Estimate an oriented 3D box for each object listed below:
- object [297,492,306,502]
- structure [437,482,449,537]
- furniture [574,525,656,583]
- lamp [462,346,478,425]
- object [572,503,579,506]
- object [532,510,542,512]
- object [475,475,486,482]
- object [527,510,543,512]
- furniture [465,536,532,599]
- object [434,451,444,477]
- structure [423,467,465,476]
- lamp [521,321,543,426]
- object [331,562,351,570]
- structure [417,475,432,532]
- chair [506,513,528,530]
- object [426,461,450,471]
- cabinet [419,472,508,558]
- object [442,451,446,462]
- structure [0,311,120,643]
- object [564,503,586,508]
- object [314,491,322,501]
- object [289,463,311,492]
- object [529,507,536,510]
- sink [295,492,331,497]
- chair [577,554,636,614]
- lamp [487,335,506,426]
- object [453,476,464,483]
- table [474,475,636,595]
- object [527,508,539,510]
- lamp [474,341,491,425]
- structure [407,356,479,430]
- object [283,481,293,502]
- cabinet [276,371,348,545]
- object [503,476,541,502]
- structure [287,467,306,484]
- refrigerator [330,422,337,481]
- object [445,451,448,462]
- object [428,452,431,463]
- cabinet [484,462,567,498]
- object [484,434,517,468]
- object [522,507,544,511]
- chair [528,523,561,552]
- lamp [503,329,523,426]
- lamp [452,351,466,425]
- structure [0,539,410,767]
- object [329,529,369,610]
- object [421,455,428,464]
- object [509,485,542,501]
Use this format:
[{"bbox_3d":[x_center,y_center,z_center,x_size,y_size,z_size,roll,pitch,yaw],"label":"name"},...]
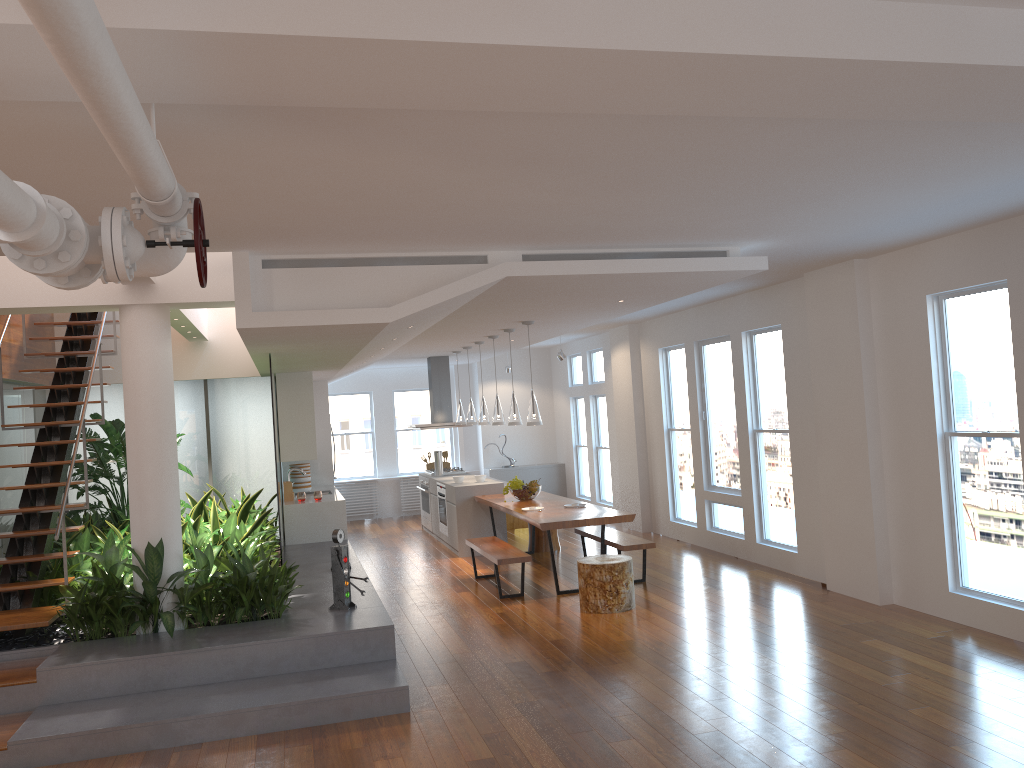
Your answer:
[{"bbox_3d":[-2.385,1.278,10.046,0.094,0.106,0.094,-3,-2,-9],"label":"object"},{"bbox_3d":[-0.881,1.600,11.373,0.072,0.648,0.644,-3,-2,-14],"label":"structure"},{"bbox_3d":[1.011,1.702,8.860,0.316,0.389,1.433,-3,-2,-14],"label":"furniture"},{"bbox_3d":[-0.536,-0.013,11.223,0.160,1.060,0.160,-4,-2,13],"label":"lamp"},{"bbox_3d":[0.623,1.196,8.748,0.079,0.030,0.070,-5,-2,29],"label":"object"},{"bbox_3d":[0.224,1.225,8.555,0.149,0.014,0.044,-3,-2,-16],"label":"object"},{"bbox_3d":[-0.389,1.167,10.924,0.152,0.082,0.152,-5,-2,36],"label":"object"},{"bbox_3d":[0.218,1.231,8.587,0.164,0.006,0.017,-3,-2,-9],"label":"object"},{"bbox_3d":[-0.142,1.768,8.562,0.316,0.389,1.433,-3,-2,-14],"label":"furniture"},{"bbox_3d":[-1.012,1.110,12.359,0.120,0.356,0.172,-5,-2,34],"label":"object"},{"bbox_3d":[-0.978,1.263,12.834,0.520,0.073,0.650,-3,-2,-14],"label":"structure"},{"bbox_3d":[0.181,-0.136,8.423,0.160,1.060,0.160,-4,-2,13],"label":"lamp"},{"bbox_3d":[-1.553,1.585,7.951,0.181,0.155,0.216,-5,-2,40],"label":"object"},{"bbox_3d":[-0.988,1.689,12.800,0.649,0.735,0.890,-3,-2,-14],"label":"structure"},{"bbox_3d":[0.025,1.851,12.828,0.344,0.430,0.549,-3,-2,-11],"label":"chair"},{"bbox_3d":[-1.104,1.239,13.263,0.353,0.157,0.084,-3,-2,-14],"label":"object"},{"bbox_3d":[-0.722,1.674,11.931,0.597,0.832,2.936,-3,-2,-14],"label":"cabinet"},{"bbox_3d":[-1.012,1.155,13.283,0.068,0.298,0.039,-3,-2,-14],"label":"object"},{"bbox_3d":[-3.285,-0.120,8.086,2.552,4.265,4.591,-3,-2,-14],"label":"structure"},{"bbox_3d":[0.624,1.202,8.748,0.222,0.020,0.222,-3,-2,-23],"label":"object"},{"bbox_3d":[-2.198,1.266,10.046,0.094,0.106,0.094,-3,-2,-9],"label":"object"},{"bbox_3d":[-2.762,1.225,11.574,0.267,0.356,0.266,-4,-2,11],"label":"object"},{"bbox_3d":[0.204,1.221,8.688,0.079,0.030,0.070,-5,-2,39],"label":"object"},{"bbox_3d":[-2.466,1.484,11.036,0.449,0.192,0.666,-3,-2,-14],"label":"sink"},{"bbox_3d":[0.788,1.667,7.421,0.460,0.400,0.460,-4,-2,-5],"label":"chair"},{"bbox_3d":[-0.178,-0.074,9.823,0.160,1.060,0.160,-4,-2,13],"label":"lamp"},{"bbox_3d":[-0.660,1.186,10.981,0.152,0.082,0.152,-4,-2,25],"label":"object"},{"bbox_3d":[-0.049,1.659,10.661,0.893,0.704,5.996,-3,-2,-14],"label":"table"},{"bbox_3d":[0.205,1.232,8.688,0.124,0.011,0.124,-4,-2,7],"label":"object"},{"bbox_3d":[-0.357,-0.043,10.523,0.160,1.060,0.160,-4,-2,13],"label":"lamp"},{"bbox_3d":[-1.054,-0.066,12.845,0.909,1.405,0.900,-3,-2,-14],"label":"structure"},{"bbox_3d":[-2.592,1.244,10.275,0.104,0.222,0.200,-3,-2,-14],"label":"object"},{"bbox_3d":[-2.771,1.098,12.043,0.676,2.280,4.565,-3,-2,-14],"label":"cabinet"},{"bbox_3d":[0.118,1.134,9.692,0.292,0.284,0.394,-5,-2,40],"label":"object"},{"bbox_3d":[-2.674,1.300,11.021,0.248,0.536,0.115,-3,-2,-14],"label":"structure"},{"bbox_3d":[-2.889,1.341,12.769,0.725,1.772,0.908,-3,-2,-14],"label":"refrigerator"},{"bbox_3d":[-0.980,1.154,13.309,0.057,0.294,0.030,-3,-2,-15],"label":"object"},{"bbox_3d":[-1.226,1.166,13.246,0.055,0.299,0.027,-3,-2,-14],"label":"object"},{"bbox_3d":[0.231,1.741,14.911,1.309,0.725,0.420,-3,-2,-14],"label":"cabinet"},{"bbox_3d":[-0.171,1.118,14.791,0.590,0.563,0.210,-2,-2,-43],"label":"object"},{"bbox_3d":[0.204,1.227,8.688,0.222,0.020,0.222,-4,-2,26],"label":"object"},{"bbox_3d":[0.373,1.761,10.633,0.396,0.455,0.402,-3,-2,-24],"label":"chair"},{"bbox_3d":[0.001,-0.105,9.123,0.160,1.060,0.160,-4,-2,13],"label":"lamp"},{"bbox_3d":[-0.715,0.018,11.923,0.160,1.060,0.160,-4,-2,13],"label":"lamp"},{"bbox_3d":[-2.782,1.920,7.440,3.088,0.386,5.584,-3,-2,-14],"label":"structure"},{"bbox_3d":[-1.156,1.312,6.291,0.318,0.565,0.134,-4,-2,22],"label":"object"},{"bbox_3d":[-1.260,1.186,13.233,0.199,0.259,0.016,-4,-2,-4],"label":"object"},{"bbox_3d":[0.150,1.195,9.683,0.360,0.159,0.360,-5,-2,39],"label":"object"}]
